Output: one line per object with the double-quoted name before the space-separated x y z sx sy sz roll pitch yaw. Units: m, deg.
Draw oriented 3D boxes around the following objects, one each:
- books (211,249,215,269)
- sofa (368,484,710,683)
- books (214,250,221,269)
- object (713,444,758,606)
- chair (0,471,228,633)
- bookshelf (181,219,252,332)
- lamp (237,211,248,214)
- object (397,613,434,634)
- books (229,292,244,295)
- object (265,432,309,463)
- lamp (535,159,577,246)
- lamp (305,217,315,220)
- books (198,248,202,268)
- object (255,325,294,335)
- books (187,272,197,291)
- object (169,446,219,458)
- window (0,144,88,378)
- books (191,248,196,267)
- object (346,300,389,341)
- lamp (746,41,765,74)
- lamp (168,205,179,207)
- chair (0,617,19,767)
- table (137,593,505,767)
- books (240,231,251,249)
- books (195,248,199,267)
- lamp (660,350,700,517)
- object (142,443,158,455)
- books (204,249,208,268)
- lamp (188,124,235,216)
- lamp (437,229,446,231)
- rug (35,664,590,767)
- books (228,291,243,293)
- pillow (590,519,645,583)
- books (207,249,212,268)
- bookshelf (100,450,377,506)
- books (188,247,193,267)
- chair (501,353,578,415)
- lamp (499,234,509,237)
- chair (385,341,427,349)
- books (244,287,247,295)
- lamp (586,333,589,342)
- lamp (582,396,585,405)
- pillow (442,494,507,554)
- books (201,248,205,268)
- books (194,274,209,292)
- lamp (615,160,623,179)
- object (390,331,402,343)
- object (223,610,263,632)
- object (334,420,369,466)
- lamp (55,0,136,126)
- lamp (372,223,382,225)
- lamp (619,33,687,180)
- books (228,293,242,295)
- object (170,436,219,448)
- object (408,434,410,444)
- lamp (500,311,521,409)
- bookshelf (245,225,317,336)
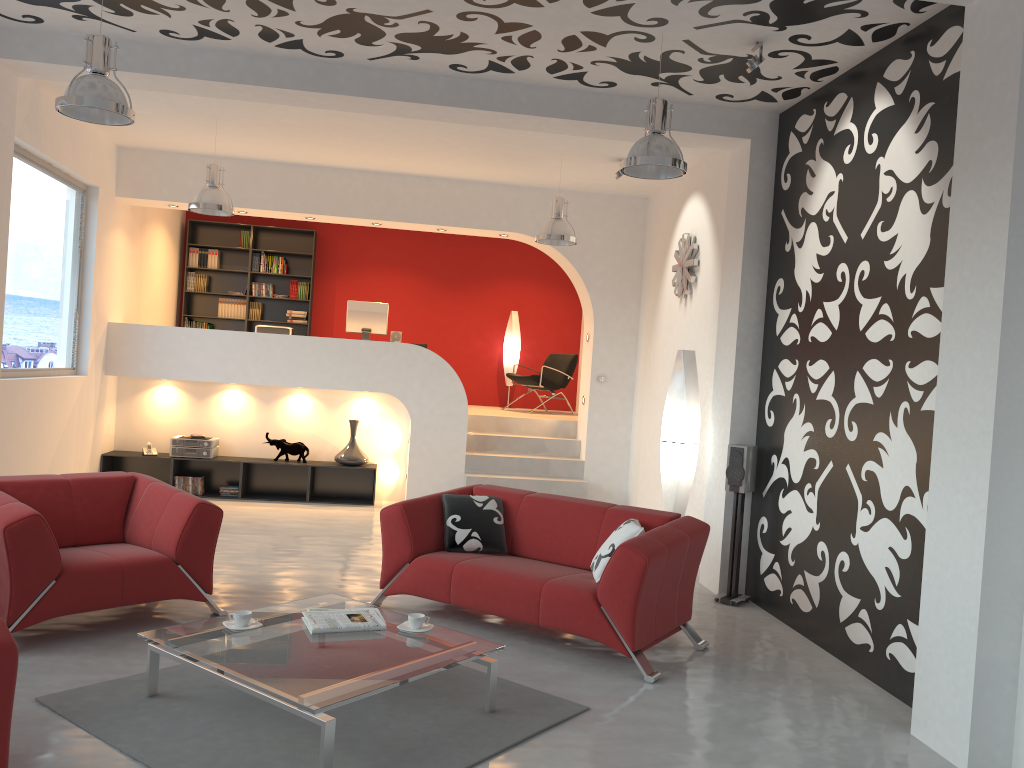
"books" -3.975 -1.653 11.828 0.040 0.260 0.200 4 1 -8
"sofa" 0.155 1.090 5.338 1.929 0.738 0.951 4 1 32
"books" -3.935 -1.651 11.834 0.040 0.260 0.200 4 1 -8
"object" 1.591 0.986 6.262 0.214 1.112 0.229 5 1 37
"chair" -2.370 0.925 4.937 0.951 0.738 1.288 5 1 42
"bookshelf" -3.928 -1.029 11.817 0.816 2.213 0.305 4 1 -8
"lamp" -2.836 -1.807 9.330 0.105 0.011 0.105 4 1 -19
"object" -0.447 1.110 4.123 0.153 0.069 0.153 4 1 19
"books" -3.686 -1.210 11.898 0.190 0.015 0.135 4 1 -8
"object" -2.407 0.676 9.462 0.507 0.296 0.191 4 1 8
"lamp" 0.424 -1.675 8.004 0.379 0.800 0.379 3 1 -37
"lamp" -2.145 -1.761 9.425 0.105 0.011 0.105 4 1 -19
"books" -4.135 -1.664 11.806 0.040 0.260 0.200 4 1 -8
"object" -2.634 -0.535 9.879 0.397 0.217 0.458 4 1 -8
"books" -4.257 -1.353 11.809 0.090 0.256 0.181 4 1 -8
"object" -3.334 0.704 9.308 0.430 0.100 0.365 4 1 -8
"window" -3.969 -0.955 7.228 0.100 1.800 2.400 4 1 -8
"books" -4.215 -1.669 11.795 0.040 0.260 0.200 4 1 -8
"object" -1.623 -0.693 9.932 0.458 0.452 0.230 4 1 -8
"lamp" 1.400 -1.872 5.092 0.112 0.176 0.118 4 1 35
"lamp" -3.528 -1.852 9.235 0.105 0.011 0.105 4 1 -4
"chair" -2.189 0.972 2.683 1.288 0.738 0.951 5 1 42
"table" -0.827 1.265 3.897 1.162 0.286 1.097 5 1 37
"books" -3.556 -1.917 11.890 0.146 0.240 0.170 4 1 -8
"books" -4.175 -1.667 11.800 0.040 0.260 0.200 4 1 -8
"lamp" 1.315 0.622 7.006 0.313 1.779 0.313 4 1 0
"object" -3.744 0.670 9.172 0.130 0.117 0.146 3 1 -32
"books" -4.055 -1.659 11.817 0.040 0.260 0.200 4 1 -8
"lamp" -2.551 -1.871 7.594 0.379 0.800 0.379 3 1 -37
"lamp" -0.761 -1.670 9.616 0.105 0.011 0.105 4 1 -19
"rug" -0.830 1.410 3.909 1.700 0.025 1.700 5 1 37
"books" -3.704 -1.226 11.896 0.190 0.015 0.135 4 1 -8
"pillow" 0.602 0.948 5.062 0.288 0.343 0.402 4 1 0
"books" -4.015 -1.656 11.823 0.040 0.260 0.200 4 1 -8
"bookshelf" -2.838 0.995 9.386 2.764 0.397 0.405 4 1 -8
"books" -4.255 -1.672 11.789 0.040 0.260 0.200 4 1 -8
"chair" 0.370 -0.023 11.594 0.768 0.795 0.664 3 1 -33
"lamp" -0.088 -1.625 9.709 0.105 0.011 0.105 4 1 -19
"chair" -1.490 -0.145 11.279 0.664 0.795 0.768 4 1 12
"books" -3.558 -1.272 11.914 0.063 0.187 0.135 4 1 -8
"lamp" 0.843 -0.517 9.863 0.011 0.105 0.105 4 1 -8
"lamp" 0.796 0.181 9.874 0.011 0.105 0.105 4 1 -8
"pillow" -0.237 0.882 5.598 0.402 0.343 0.288 4 1 -15
"books" -4.095 -1.661 11.811 0.040 0.260 0.200 4 1 -8
"books" -4.138 -1.337 11.825 0.146 0.240 0.170 4 1 -8
"lamp" 0.995 -1.945 8.064 0.112 0.176 0.118 4 1 35
"object" -1.315 -0.520 10.029 0.133 0.147 0.151 3 1 -24
"object" -1.208 1.060 3.981 0.153 0.069 0.153 3 1 -41
"object" -1.711 0.629 9.531 0.369 0.481 0.369 3 1 -43
"lamp" -2.146 -1.798 4.622 0.379 0.800 0.379 4 1 21
"lamp" -1.453 -1.715 9.521 0.105 0.011 0.105 4 1 -19
"lamp" 0.828 -1.602 5.032 0.379 0.800 0.379 4 1 -15
"books" -3.695 -1.195 11.898 0.190 0.015 0.135 4 1 -8
"object" -3.329 0.606 9.315 0.430 0.077 0.349 4 1 -8
"object" -1.128 0.604 9.689 0.011 0.105 0.105 4 1 -8
"lamp" -0.013 -0.337 12.324 0.237 1.349 0.237 4 1 0
"bookshelf" -3.121 -0.976 11.928 0.816 2.213 0.305 4 1 -8
